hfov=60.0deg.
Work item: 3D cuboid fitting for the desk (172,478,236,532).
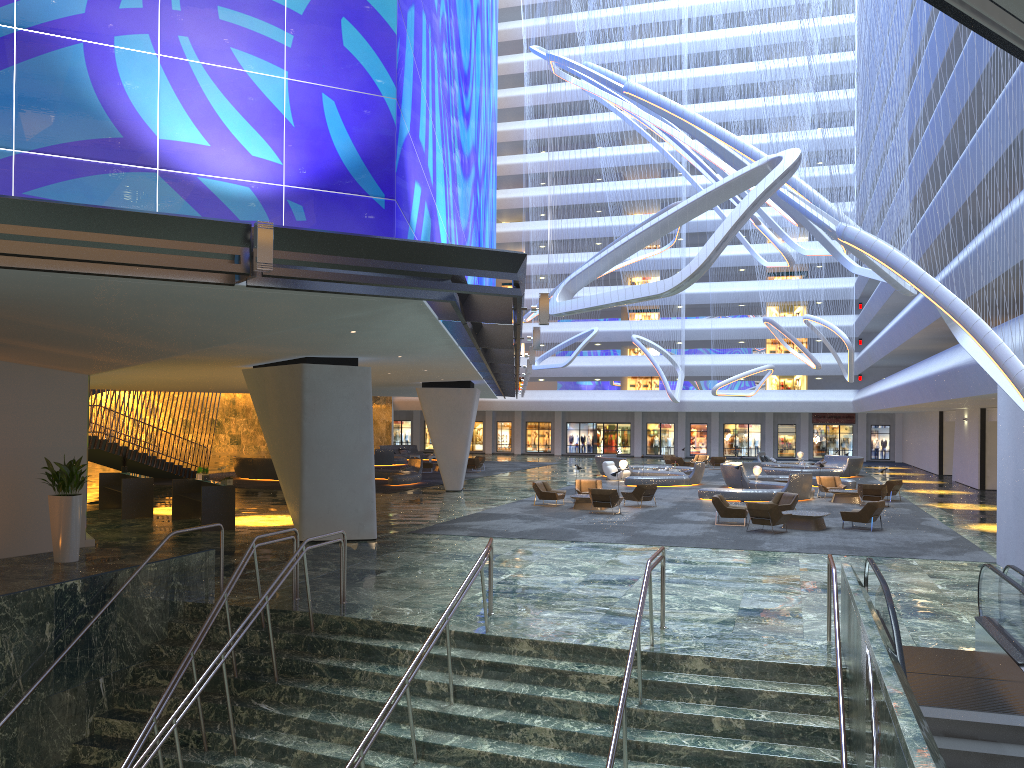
[{"bbox_3d":[-8.015,3.088,22.938,0.814,1.097,2.978,1,-2,-34],"label":"desk"}]

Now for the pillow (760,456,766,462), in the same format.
[{"bbox_3d":[14.861,4.408,52.327,0.295,0.368,0.769,0,-2,30],"label":"pillow"}]

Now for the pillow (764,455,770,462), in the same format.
[{"bbox_3d":[15.070,4.385,52.297,0.315,0.386,0.785,0,-2,33],"label":"pillow"}]

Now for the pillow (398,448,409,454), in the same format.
[{"bbox_3d":[-7.265,4.506,59.534,0.775,0.366,0.317,2,-2,-31],"label":"pillow"}]

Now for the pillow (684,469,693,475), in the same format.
[{"bbox_3d":[7.950,3.849,38.776,0.692,0.262,0.878,0,-2,26],"label":"pillow"}]

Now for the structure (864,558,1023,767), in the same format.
[{"bbox_3d":[3.025,5.910,1.671,3.016,8.236,19.842,0,-2,17],"label":"structure"}]

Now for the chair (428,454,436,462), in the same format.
[{"bbox_3d":[-5.189,4.797,57.579,0.586,0.501,0.491,0,-2,34],"label":"chair"}]

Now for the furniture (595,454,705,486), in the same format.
[{"bbox_3d":[6.362,4.007,42.025,5.185,0.969,9.934,0,-2,9],"label":"furniture"}]

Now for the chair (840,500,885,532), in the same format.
[{"bbox_3d":[9.142,3.405,23.076,0.939,0.766,0.930,-1,-2,42],"label":"chair"}]

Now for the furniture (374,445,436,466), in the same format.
[{"bbox_3d":[-7.520,4.436,55.719,5.186,0.969,9.933,-1,-3,34],"label":"furniture"}]

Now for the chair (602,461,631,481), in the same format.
[{"bbox_3d":[4.834,4.028,40.977,1.157,0.882,0.729,-1,-2,37],"label":"chair"}]

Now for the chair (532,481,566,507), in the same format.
[{"bbox_3d":[1.196,3.565,28.784,0.938,0.766,0.930,0,-2,26],"label":"chair"}]

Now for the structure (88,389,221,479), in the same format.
[{"bbox_3d":[-19.290,1.405,40.085,11.981,6.245,16.500,0,-2,17],"label":"structure"}]

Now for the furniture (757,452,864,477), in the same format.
[{"bbox_3d":[16.232,4.362,48.725,5.185,0.969,9.934,0,-2,14],"label":"furniture"}]

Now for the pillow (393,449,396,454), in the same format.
[{"bbox_3d":[-8.024,4.467,58.830,0.315,0.386,0.785,0,-2,34],"label":"pillow"}]

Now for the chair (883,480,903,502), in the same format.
[{"bbox_3d":[13.331,3.783,31.586,0.930,0.766,0.939,2,-2,-39],"label":"chair"}]

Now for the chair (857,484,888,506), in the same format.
[{"bbox_3d":[11.971,3.686,29.445,0.929,0.766,0.939,0,-2,24],"label":"chair"}]

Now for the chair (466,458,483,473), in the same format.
[{"bbox_3d":[-2.075,4.242,46.375,0.929,0.766,0.939,0,-2,16],"label":"chair"}]

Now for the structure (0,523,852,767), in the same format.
[{"bbox_3d":[-3.244,5.948,3.180,9.304,8.396,19.746,0,-2,17],"label":"structure"}]

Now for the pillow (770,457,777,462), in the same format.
[{"bbox_3d":[15.354,4.487,52.512,0.685,0.280,0.874,2,-3,-35],"label":"pillow"}]

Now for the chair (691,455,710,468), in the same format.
[{"bbox_3d":[11.249,4.619,52.875,0.929,0.766,0.939,-1,-2,36],"label":"chair"}]

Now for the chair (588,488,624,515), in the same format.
[{"bbox_3d":[2.780,3.485,26.445,0.929,0.766,0.939,0,-2,24],"label":"chair"}]

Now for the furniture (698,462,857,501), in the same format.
[{"bbox_3d":[9.994,3.756,34.926,5.186,0.969,9.933,-1,-3,34],"label":"furniture"}]

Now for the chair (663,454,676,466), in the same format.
[{"bbox_3d":[9.531,4.603,52.853,0.929,0.766,0.939,1,-2,-29],"label":"chair"}]

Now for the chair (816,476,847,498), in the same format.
[{"bbox_3d":[11.779,3.818,32.791,0.929,0.766,0.939,0,-2,1],"label":"chair"}]

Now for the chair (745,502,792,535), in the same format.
[{"bbox_3d":[6.422,3.351,22.314,0.929,0.766,0.939,-1,-2,44],"label":"chair"}]

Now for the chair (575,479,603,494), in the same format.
[{"bbox_3d":[2.588,3.618,29.791,0.929,0.766,0.939,0,-2,1],"label":"chair"}]

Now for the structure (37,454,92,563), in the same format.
[{"bbox_3d":[-8.546,2.371,16.979,1.022,2.050,0.773,1,-1,-4],"label":"structure"}]

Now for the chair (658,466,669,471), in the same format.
[{"bbox_3d":[7.116,4.379,44.496,1.785,0.501,0.586,1,-2,-19],"label":"chair"}]

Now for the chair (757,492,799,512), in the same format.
[{"bbox_3d":[7.541,3.470,25.044,0.939,0.766,0.930,1,-2,-21],"label":"chair"}]

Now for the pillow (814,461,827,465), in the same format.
[{"bbox_3d":[16.826,4.309,48.296,0.692,0.262,0.877,1,-2,-20],"label":"pillow"}]

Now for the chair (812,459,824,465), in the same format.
[{"bbox_3d":[17.377,4.539,49.541,0.930,0.766,0.939,2,-2,-39],"label":"chair"}]

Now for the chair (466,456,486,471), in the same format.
[{"bbox_3d":[-1.978,4.322,48.337,0.939,0.766,0.929,2,-2,-34],"label":"chair"}]

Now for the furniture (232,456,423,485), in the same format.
[{"bbox_3d":[-8.380,3.790,39.823,9.927,0.969,5.189,-1,-3,34],"label":"furniture"}]

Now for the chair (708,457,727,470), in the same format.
[{"bbox_3d":[11.823,4.549,50.997,0.929,0.766,0.939,1,-2,-4],"label":"chair"}]

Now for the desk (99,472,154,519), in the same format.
[{"bbox_3d":[-11.061,3.158,25.346,0.814,1.097,2.978,1,-2,-36],"label":"desk"}]

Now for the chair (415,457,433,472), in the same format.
[{"bbox_3d":[-4.609,4.215,46.260,0.939,0.766,0.930,1,-2,-11],"label":"chair"}]

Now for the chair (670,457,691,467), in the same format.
[{"bbox_3d":[9.479,4.490,50.029,0.939,0.766,0.930,1,-2,-31],"label":"chair"}]

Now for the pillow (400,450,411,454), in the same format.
[{"bbox_3d":[-7.208,4.542,59.346,0.692,0.262,0.878,0,-2,8],"label":"pillow"}]

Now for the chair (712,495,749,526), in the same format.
[{"bbox_3d":[5.907,3.412,23.953,0.938,0.766,0.930,0,-2,19],"label":"chair"}]

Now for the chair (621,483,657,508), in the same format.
[{"bbox_3d":[4.140,3.583,28.586,0.930,0.766,0.939,2,-2,-39],"label":"chair"}]

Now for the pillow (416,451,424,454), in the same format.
[{"bbox_3d":[-6.208,4.630,59.740,0.443,0.207,0.445,0,-2,4],"label":"pillow"}]
